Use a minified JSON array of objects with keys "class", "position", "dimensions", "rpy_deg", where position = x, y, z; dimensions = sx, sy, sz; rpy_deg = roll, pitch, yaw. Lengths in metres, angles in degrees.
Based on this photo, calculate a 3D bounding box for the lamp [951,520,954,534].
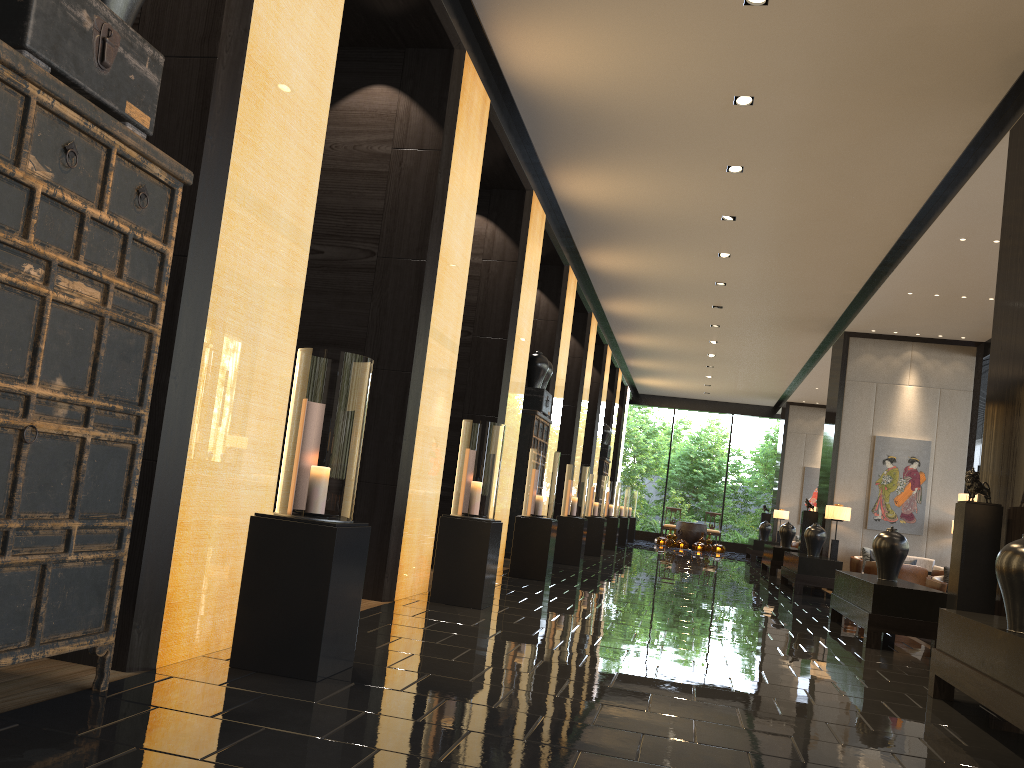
[{"class":"lamp","position":[6.879,2.741,13.519],"dimensions":[0.374,1.345,0.377],"rpy_deg":[5,-5,31]}]

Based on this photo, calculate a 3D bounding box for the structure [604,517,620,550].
[{"class":"structure","position":[1.979,3.072,18.259],"dimensions":[0.402,0.655,0.404],"rpy_deg":[6,-5,12]}]

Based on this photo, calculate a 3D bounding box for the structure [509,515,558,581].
[{"class":"structure","position":[0.237,1.782,9.658],"dimensions":[0.402,0.655,0.404],"rpy_deg":[6,-5,12]}]

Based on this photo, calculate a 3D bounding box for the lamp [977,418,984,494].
[{"class":"lamp","position":[10.663,1.912,20.212],"dimensions":[0.060,2.411,0.060],"rpy_deg":[9,-4,-23]}]

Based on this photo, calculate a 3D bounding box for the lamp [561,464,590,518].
[{"class":"lamp","position":[0.903,1.522,12.576],"dimensions":[0.336,0.726,0.338],"rpy_deg":[6,-4,14]}]

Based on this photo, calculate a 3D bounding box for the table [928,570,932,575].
[{"class":"table","position":[5.750,2.936,12.847],"dimensions":[1.040,0.515,0.579],"rpy_deg":[6,-6,12]}]

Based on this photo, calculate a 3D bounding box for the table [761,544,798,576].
[{"class":"table","position":[5.132,3.345,16.751],"dimensions":[0.619,0.510,1.972],"rpy_deg":[6,-7,12]}]

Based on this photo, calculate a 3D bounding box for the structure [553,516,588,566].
[{"class":"structure","position":[0.818,2.212,12.525],"dimensions":[0.402,0.655,0.404],"rpy_deg":[6,-5,12]}]

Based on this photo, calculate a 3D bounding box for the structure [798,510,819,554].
[{"class":"structure","position":[4.948,2.739,14.866],"dimensions":[0.240,1.213,0.241],"rpy_deg":[6,-4,12]}]

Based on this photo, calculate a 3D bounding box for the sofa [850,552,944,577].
[{"class":"sofa","position":[5.913,2.959,13.555],"dimensions":[1.447,0.690,0.606],"rpy_deg":[6,-5,12]}]

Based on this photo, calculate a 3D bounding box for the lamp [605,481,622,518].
[{"class":"lamp","position":[2.064,2.382,18.309],"dimensions":[0.336,0.726,0.338],"rpy_deg":[6,-4,14]}]

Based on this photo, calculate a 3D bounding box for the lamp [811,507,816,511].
[{"class":"lamp","position":[5.425,2.831,15.669],"dimensions":[0.374,1.345,0.377],"rpy_deg":[5,-5,31]}]

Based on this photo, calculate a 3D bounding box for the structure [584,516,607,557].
[{"class":"structure","position":[1.398,2.642,15.392],"dimensions":[0.402,0.655,0.404],"rpy_deg":[6,-5,12]}]

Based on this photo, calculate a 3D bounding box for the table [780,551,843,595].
[{"class":"table","position":[4.367,2.778,12.976],"dimensions":[0.619,0.510,1.972],"rpy_deg":[6,-7,12]}]

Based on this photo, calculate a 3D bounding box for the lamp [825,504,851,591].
[{"class":"lamp","position":[5.067,2.566,13.904],"dimensions":[0.374,1.345,0.377],"rpy_deg":[5,-5,31]}]

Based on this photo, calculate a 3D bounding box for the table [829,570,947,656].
[{"class":"table","position":[3.360,2.032,8.004],"dimensions":[0.619,0.510,1.972],"rpy_deg":[6,-7,12]}]

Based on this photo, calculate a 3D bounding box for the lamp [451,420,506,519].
[{"class":"lamp","position":[-0.258,0.661,6.842],"dimensions":[0.337,0.726,0.337],"rpy_deg":[8,-4,-15]}]

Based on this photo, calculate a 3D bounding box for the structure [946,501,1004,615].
[{"class":"structure","position":[3.177,1.427,6.119],"dimensions":[0.240,1.213,0.241],"rpy_deg":[6,-4,12]}]

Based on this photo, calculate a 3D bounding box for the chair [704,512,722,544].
[{"class":"chair","position":[5.704,4.205,25.290],"dimensions":[0.519,1.072,0.539],"rpy_deg":[6,-5,12]}]

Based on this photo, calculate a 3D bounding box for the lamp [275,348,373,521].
[{"class":"lamp","position":[-0.839,0.231,3.975],"dimensions":[0.337,0.726,0.337],"rpy_deg":[8,-4,-15]}]

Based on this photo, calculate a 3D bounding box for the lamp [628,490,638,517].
[{"class":"lamp","position":[3.226,3.242,24.043],"dimensions":[0.337,0.726,0.338],"rpy_deg":[7,-4,0]}]

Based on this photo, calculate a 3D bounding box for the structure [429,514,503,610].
[{"class":"structure","position":[-0.344,1.352,6.791],"dimensions":[0.402,0.655,0.404],"rpy_deg":[6,-5,12]}]

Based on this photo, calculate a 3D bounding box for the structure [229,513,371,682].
[{"class":"structure","position":[-0.924,0.921,3.924],"dimensions":[0.402,0.655,0.404],"rpy_deg":[6,-5,12]}]

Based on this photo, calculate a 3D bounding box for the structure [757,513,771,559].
[{"class":"structure","position":[6.725,4.055,23.637],"dimensions":[0.240,1.213,0.241],"rpy_deg":[6,-4,12]}]

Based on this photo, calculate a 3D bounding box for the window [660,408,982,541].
[{"class":"window","position":[4.084,0.599,10.772],"dimensions":[12.037,4.209,32.085],"rpy_deg":[6,-7,12]}]

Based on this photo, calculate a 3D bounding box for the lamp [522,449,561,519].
[{"class":"lamp","position":[0.322,1.091,9.709],"dimensions":[0.336,0.726,0.339],"rpy_deg":[6,-5,18]}]

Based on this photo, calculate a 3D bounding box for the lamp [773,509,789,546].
[{"class":"lamp","position":[6.845,3.884,22.684],"dimensions":[0.374,1.345,0.377],"rpy_deg":[3,-5,42]}]

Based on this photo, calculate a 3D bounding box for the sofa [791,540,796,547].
[{"class":"sofa","position":[7.698,4.281,22.367],"dimensions":[1.447,0.690,0.606],"rpy_deg":[6,-5,12]}]

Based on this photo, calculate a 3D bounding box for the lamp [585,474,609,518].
[{"class":"lamp","position":[1.484,1.952,15.443],"dimensions":[0.336,0.726,0.338],"rpy_deg":[6,-4,14]}]

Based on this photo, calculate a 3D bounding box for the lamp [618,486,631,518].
[{"class":"lamp","position":[2.645,2.812,21.176],"dimensions":[0.336,0.726,0.338],"rpy_deg":[6,-4,14]}]

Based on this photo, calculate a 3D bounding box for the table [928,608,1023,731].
[{"class":"table","position":[2.596,1.466,4.229],"dimensions":[0.619,0.510,1.972],"rpy_deg":[6,-7,12]}]

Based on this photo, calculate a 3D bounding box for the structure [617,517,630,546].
[{"class":"structure","position":[2.560,3.503,21.126],"dimensions":[0.402,0.655,0.404],"rpy_deg":[6,-5,12]}]

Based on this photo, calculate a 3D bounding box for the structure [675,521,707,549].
[{"class":"structure","position":[4.989,4.228,24.730],"dimensions":[0.873,0.707,0.879],"rpy_deg":[7,-6,0]}]

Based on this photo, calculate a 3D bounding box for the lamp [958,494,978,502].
[{"class":"lamp","position":[3.658,1.539,6.953],"dimensions":[0.376,1.314,0.374],"rpy_deg":[10,-5,-34]}]

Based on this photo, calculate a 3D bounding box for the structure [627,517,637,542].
[{"class":"structure","position":[3.140,3.933,23.992],"dimensions":[0.402,0.655,0.404],"rpy_deg":[6,-5,12]}]

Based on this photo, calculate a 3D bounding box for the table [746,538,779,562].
[{"class":"table","position":[6.144,4.095,21.746],"dimensions":[0.619,0.510,1.972],"rpy_deg":[6,-7,12]}]
